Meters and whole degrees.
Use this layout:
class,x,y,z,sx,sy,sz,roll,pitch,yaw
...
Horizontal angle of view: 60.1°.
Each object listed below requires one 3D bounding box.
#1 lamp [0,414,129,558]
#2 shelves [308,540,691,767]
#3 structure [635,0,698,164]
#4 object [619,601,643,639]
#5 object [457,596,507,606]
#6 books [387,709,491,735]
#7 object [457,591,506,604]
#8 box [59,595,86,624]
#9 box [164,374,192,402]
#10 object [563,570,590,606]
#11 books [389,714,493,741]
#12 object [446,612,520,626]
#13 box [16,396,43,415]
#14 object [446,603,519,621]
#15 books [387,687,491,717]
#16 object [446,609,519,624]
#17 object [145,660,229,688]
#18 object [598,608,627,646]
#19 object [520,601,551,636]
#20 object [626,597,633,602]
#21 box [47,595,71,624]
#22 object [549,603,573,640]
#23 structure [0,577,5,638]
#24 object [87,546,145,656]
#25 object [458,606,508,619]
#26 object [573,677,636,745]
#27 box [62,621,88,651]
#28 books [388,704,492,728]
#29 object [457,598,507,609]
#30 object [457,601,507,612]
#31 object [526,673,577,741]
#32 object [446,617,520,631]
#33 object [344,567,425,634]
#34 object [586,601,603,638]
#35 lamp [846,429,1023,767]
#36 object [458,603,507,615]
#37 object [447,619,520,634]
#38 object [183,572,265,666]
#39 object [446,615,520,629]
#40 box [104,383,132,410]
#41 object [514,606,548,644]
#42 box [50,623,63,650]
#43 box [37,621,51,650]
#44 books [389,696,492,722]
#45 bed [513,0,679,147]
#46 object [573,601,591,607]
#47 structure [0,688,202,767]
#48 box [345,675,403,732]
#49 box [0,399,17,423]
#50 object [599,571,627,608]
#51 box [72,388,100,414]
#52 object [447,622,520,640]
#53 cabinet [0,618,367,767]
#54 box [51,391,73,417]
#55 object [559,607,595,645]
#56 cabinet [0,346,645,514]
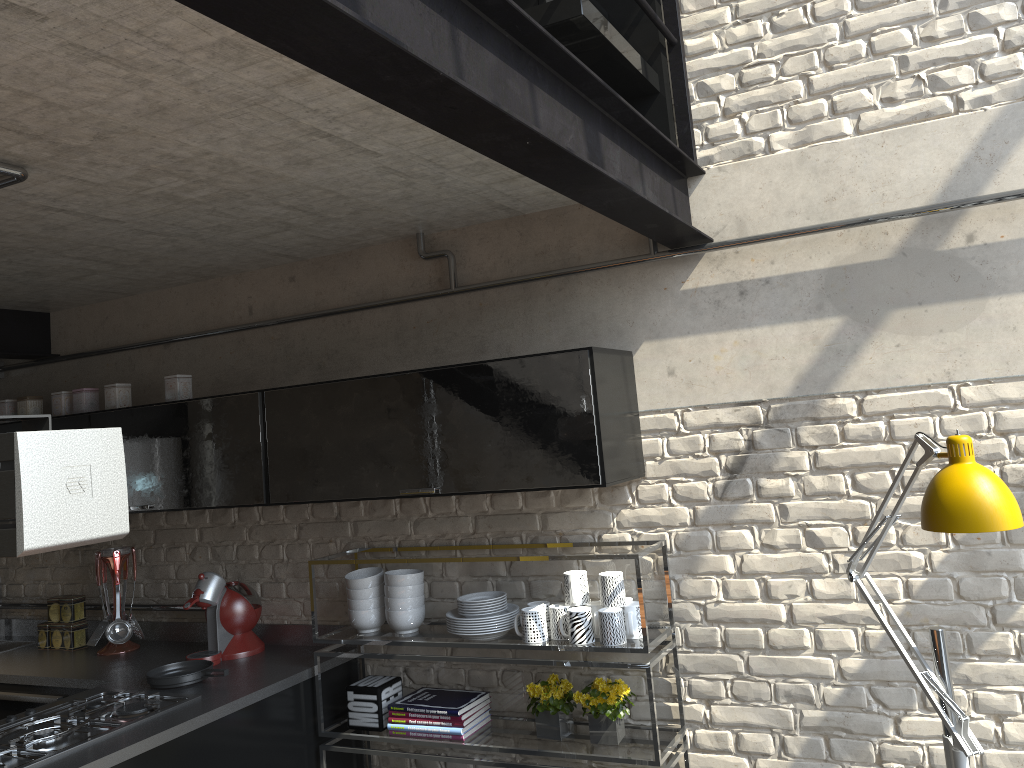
class,x,y,z,sx,sy,sz,roll,pitch,yaw
lamp,-0.956,-0.224,1.174,1.084,0.896,0.124,-7,-7,26
shelves,-0.073,1.036,2.994,1.246,0.933,0.287,-7,-7,26
structure,-1.847,0.273,1.477,3.774,3.362,4.773,-7,-5,26
object,0.372,0.747,2.793,0.082,0.101,0.108,-9,-6,40
object,-0.102,0.747,3.020,0.170,0.030,0.170,-7,-4,31
books,-0.250,1.161,3.064,0.291,0.021,0.211,-7,-3,26
object,-0.103,0.738,3.021,0.170,0.030,0.170,-7,-4,31
box,-1.943,0.998,3.917,0.081,0.111,0.080,-7,-6,21
box,-1.346,0.020,3.572,0.080,0.111,0.081,-8,-6,26
object,0.202,0.666,2.883,0.082,0.101,0.108,-9,-6,40
books,-0.245,1.181,3.068,0.291,0.021,0.211,-7,-3,26
object,-0.098,0.803,3.013,0.252,0.031,0.250,-5,-3,-5
box,-2.155,0.113,3.958,0.080,0.111,0.081,-8,-6,26
object,-0.099,0.787,3.015,0.252,0.031,0.250,-5,-3,-5
books,-0.252,1.103,3.077,0.291,0.021,0.211,-7,-3,29
object,-0.099,0.795,3.014,0.252,0.031,0.250,-5,-3,-5
object,-1.149,1.024,3.095,0.227,0.050,0.309,-3,-4,-35
object,0.312,0.750,2.752,0.083,0.101,0.108,-7,-5,15
object,0.086,0.782,2.954,0.083,0.101,0.108,-2,-6,-30
object,0.355,0.754,2.895,0.083,0.101,0.108,-2,-6,-30
box,-2.020,1.006,3.954,0.081,0.111,0.080,-5,-5,1
object,0.167,0.770,2.884,0.083,0.101,0.108,-7,-5,15
structure,-2.555,1.079,4.259,0.089,0.313,0.176,-8,-7,26
object,-1.683,0.918,3.758,0.201,0.429,0.210,-10,-8,41
object,-0.099,0.781,3.016,0.170,0.030,0.170,-7,-4,31
object,0.301,1.032,2.818,0.174,0.193,0.182,-9,-6,38
box,-1.914,1.104,3.880,0.080,0.111,0.081,-9,-7,36
books,-0.249,1.142,3.072,0.292,0.021,0.211,-6,-3,24
object,-0.101,0.755,3.019,0.170,0.030,0.170,-7,-4,31
object,-0.100,0.764,3.018,0.170,0.030,0.170,-7,-4,31
object,0.131,1.051,2.899,0.175,0.193,0.181,-1,-7,-41
object,-0.097,0.820,3.011,0.252,0.031,0.250,-5,-3,-5
object,-0.457,0.784,3.210,0.308,0.218,0.149,-7,-6,23
object,0.274,0.759,2.848,0.082,0.101,0.108,-9,-6,40
lamp,1.481,0.865,1.792,1.563,1.629,0.629,-9,-7,39
object,-0.100,0.773,3.017,0.170,0.030,0.170,-7,-4,31
object,-0.096,0.828,3.010,0.252,0.031,0.250,-5,-3,-5
object,-1.119,0.895,3.458,0.220,0.343,0.348,-6,-5,10
object,-0.097,0.812,3.012,0.252,0.031,0.250,-5,-3,-5
box,-1.655,0.055,3.719,0.080,0.111,0.081,-8,-6,26
object,0.066,0.779,2.873,0.083,0.101,0.108,-2,-6,-30
box,-1.984,1.112,3.918,0.081,0.111,0.080,-7,-6,21
box,-2.061,1.121,3.952,0.080,0.111,0.081,-8,-6,31
books,-0.248,1.122,3.080,0.291,0.021,0.211,-7,-3,26
bed,-2.062,-0.927,2.789,4.464,0.847,2.689,-7,-4,26
object,0.233,0.768,2.948,0.082,0.101,0.108,-8,-5,25
structure,-1.413,1.037,2.640,0.500,0.026,0.810,-7,-3,26
box,-0.491,1.143,3.176,0.149,0.151,0.150,-7,-5,26
box,-2.286,0.128,4.022,0.080,0.111,0.081,-8,-6,26
object,0.322,0.652,2.823,0.083,0.101,0.108,-7,-5,15
box,-1.829,0.075,3.800,0.080,0.111,0.081,-8,-6,26
object,-0.095,0.836,3.009,0.252,0.031,0.250,-5,-3,-5
cabinet,-2.316,1.569,2.884,2.736,1.011,2.426,-7,-4,26
box,-1.950,0.089,3.859,0.080,0.111,0.081,-8,-6,26
object,0.210,0.762,2.802,0.083,0.101,0.108,-2,-6,-30
cabinet,-1.395,0.297,3.654,3.880,0.424,0.398,-7,-5,26
